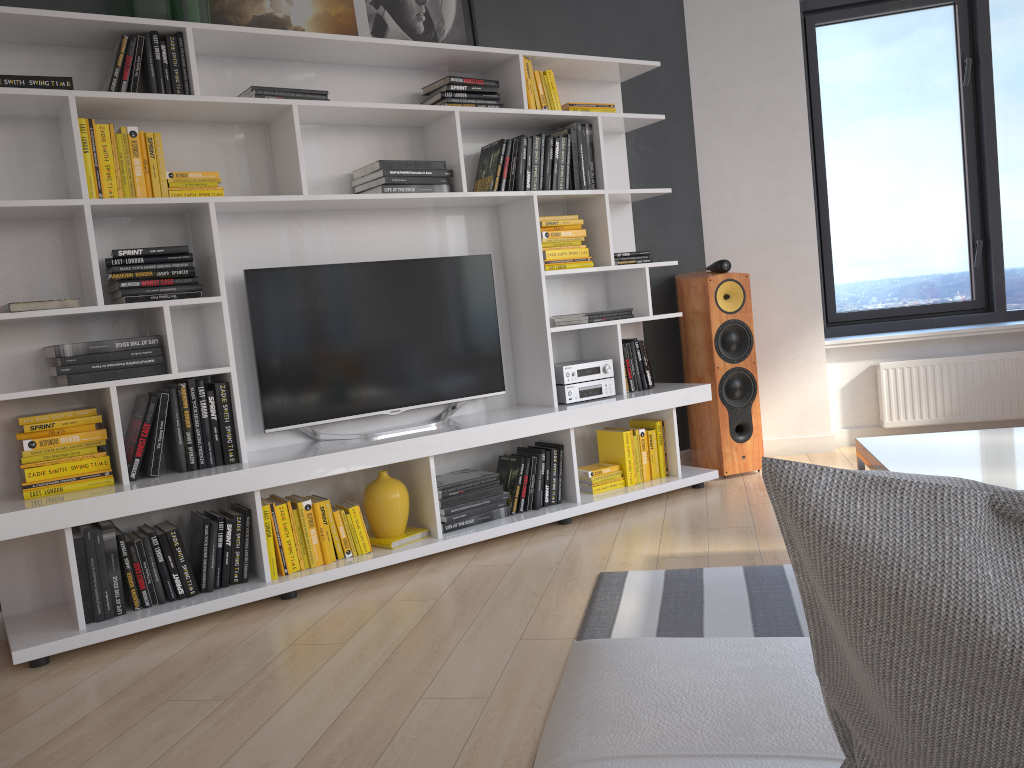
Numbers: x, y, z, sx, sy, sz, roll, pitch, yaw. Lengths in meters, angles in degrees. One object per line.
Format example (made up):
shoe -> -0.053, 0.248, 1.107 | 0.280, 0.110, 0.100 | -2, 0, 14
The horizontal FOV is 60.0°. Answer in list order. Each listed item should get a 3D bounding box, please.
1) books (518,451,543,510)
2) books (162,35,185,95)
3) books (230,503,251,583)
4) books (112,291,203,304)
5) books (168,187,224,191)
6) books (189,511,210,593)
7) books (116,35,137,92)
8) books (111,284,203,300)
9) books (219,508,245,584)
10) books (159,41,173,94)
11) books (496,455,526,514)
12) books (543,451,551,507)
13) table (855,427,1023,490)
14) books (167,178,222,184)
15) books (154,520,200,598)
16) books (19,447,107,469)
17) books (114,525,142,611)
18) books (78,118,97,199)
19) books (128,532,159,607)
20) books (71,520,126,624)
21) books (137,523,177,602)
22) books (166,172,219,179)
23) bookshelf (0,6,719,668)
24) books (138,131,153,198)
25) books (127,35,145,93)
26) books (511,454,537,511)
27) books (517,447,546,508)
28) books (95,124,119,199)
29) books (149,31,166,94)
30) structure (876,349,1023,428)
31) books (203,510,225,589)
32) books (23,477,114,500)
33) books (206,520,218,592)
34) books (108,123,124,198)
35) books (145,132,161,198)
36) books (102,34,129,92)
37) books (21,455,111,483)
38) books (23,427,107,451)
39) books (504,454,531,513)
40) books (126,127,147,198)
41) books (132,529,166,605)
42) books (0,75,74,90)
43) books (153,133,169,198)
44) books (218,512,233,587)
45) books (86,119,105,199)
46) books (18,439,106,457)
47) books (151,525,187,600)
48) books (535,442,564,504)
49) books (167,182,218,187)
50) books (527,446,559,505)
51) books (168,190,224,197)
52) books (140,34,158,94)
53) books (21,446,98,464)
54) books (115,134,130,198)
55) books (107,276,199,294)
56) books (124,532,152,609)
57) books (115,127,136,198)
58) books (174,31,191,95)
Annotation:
books -> 0.075, 0.422, 3.902 | 0.069, 0.242, 0.172 | -9, 6, -32
books -> -1.222, -1.108, 3.171 | 0.038, 0.218, 0.169 | -9, 6, -32
books -> -1.000, 0.578, 3.251 | 0.066, 0.260, 0.197 | -9, 6, -32
books -> -1.260, -0.301, 3.152 | 0.263, 0.026, 0.189 | -9, 6, -34
books -> -1.163, -0.696, 3.217 | 0.196, 0.011, 0.148 | -9, 6, -32
books -> -1.122, 0.597, 3.177 | 0.066, 0.260, 0.197 | -9, 6, -32
books -> -1.357, -1.085, 3.097 | 0.087, 0.214, 0.171 | -9, 6, -32
books -> -1.262, -0.326, 3.151 | 0.270, 0.025, 0.189 | -9, 6, -33
books -> -1.027, 0.587, 3.233 | 0.084, 0.249, 0.191 | -9, 6, -32
books -> -1.245, -1.096, 3.155 | 0.021, 0.200, 0.147 | -9, 6, -32
books -> -0.019, 0.438, 3.867 | 0.104, 0.234, 0.182 | -9, 6, -32
books -> 0.106, 0.415, 3.946 | 0.068, 0.243, 0.179 | -9, 6, -34
table -> 1.497, 0.392, 2.103 | 1.091, 0.435, 1.091 | -5, 5, 12
books -> -1.163, -0.725, 3.212 | 0.187, 0.014, 0.134 | -9, 6, -32
books -> -1.178, 0.613, 3.117 | 0.083, 0.249, 0.191 | -9, 6, -32
books -> -1.538, 0.252, 3.035 | 0.263, 0.015, 0.198 | -9, 5, -29
books -> -1.329, 0.626, 3.033 | 0.053, 0.268, 0.202 | -9, 6, -33
books -> -1.461, -0.744, 3.021 | 0.029, 0.270, 0.204 | -9, 6, -32
books -> -1.274, 0.635, 3.056 | 0.049, 0.236, 0.170 | -9, 6, -32
books -> -1.408, 0.616, 2.988 | 0.128, 0.321, 0.259 | -9, 6, -32
books -> -1.235, 0.620, 3.086 | 0.066, 0.255, 0.193 | -9, 6, -33
books -> -1.175, -0.745, 3.219 | 0.186, 0.026, 0.138 | -9, 6, -32
bookshelf -> -0.478, -0.329, 3.589 | 3.000, 2.052, 0.455 | -9, 6, -32
books -> -1.310, -0.754, 3.134 | 0.023, 0.239, 0.169 | -9, 6, -32
books -> -1.326, -1.089, 3.102 | 0.074, 0.212, 0.154 | -9, 6, -33
books -> 0.040, 0.430, 3.894 | 0.081, 0.233, 0.169 | -9, 6, -33
books -> 0.080, 0.412, 3.936 | 0.075, 0.254, 0.192 | -9, 6, -33
books -> -1.417, -0.746, 3.066 | 0.044, 0.255, 0.198 | -9, 6, -32
books -> -1.270, -1.107, 3.145 | 0.025, 0.232, 0.176 | -9, 6, -32
structure -> 2.724, 0.048, 4.686 | 1.474, 0.460, 0.110 | -5, 5, 12
books -> -1.082, 0.594, 3.199 | 0.075, 0.254, 0.192 | -9, 6, -33
books -> -1.509, 0.342, 3.022 | 0.270, 0.029, 0.204 | -8, 5, -27
books -> -1.088, 0.604, 3.166 | 0.069, 0.242, 0.172 | -9, 6, -32
books -> -1.392, -0.752, 3.084 | 0.015, 0.263, 0.199 | -9, 6, -32
books -> -1.288, -0.755, 3.144 | 0.024, 0.234, 0.172 | -9, 6, -32
books -> -1.380, -1.082, 3.075 | 0.096, 0.213, 0.166 | -9, 6, -34
books -> -1.525, 0.281, 3.027 | 0.255, 0.044, 0.198 | -9, 6, -32
books -> -1.531, 0.184, 3.033 | 0.250, 0.035, 0.185 | -9, 5, -29
books -> 0.006, 0.434, 3.889 | 0.096, 0.234, 0.187 | -9, 6, -32
books -> -1.334, -0.756, 3.116 | 0.035, 0.250, 0.185 | -9, 6, -32
books -> -1.252, 0.629, 3.061 | 0.050, 0.242, 0.169 | -9, 6, -33
books -> -1.599, -0.962, 2.918 | 0.268, 0.046, 0.208 | -9, 5, -29
books -> -1.268, -0.758, 3.161 | 0.024, 0.234, 0.172 | -9, 6, -32
books -> -1.053, 0.595, 3.203 | 0.071, 0.243, 0.179 | -9, 6, -33
books -> -1.444, -0.748, 3.043 | 0.025, 0.270, 0.213 | -9, 6, -32
books -> -1.539, 0.213, 3.031 | 0.251, 0.019, 0.180 | -9, 6, -32
books -> -1.205, 0.621, 3.096 | 0.066, 0.242, 0.177 | -9, 6, -33
books -> 0.161, 0.396, 3.988 | 0.066, 0.260, 0.197 | -9, 6, -32
books -> -1.159, -0.709, 3.197 | 0.169, 0.018, 0.113 | -9, 6, -31
books -> 0.134, 0.405, 3.969 | 0.084, 0.249, 0.191 | -9, 6, -32
books -> -1.159, -0.673, 3.216 | 0.190, 0.033, 0.147 | -9, 6, -32
books -> -1.287, -1.098, 3.128 | 0.021, 0.221, 0.156 | -9, 6, -32
books -> -1.537, 0.235, 3.011 | 0.228, 0.024, 0.152 | -9, 5, -28
books -> -1.364, -0.737, 3.078 | 0.024, 0.229, 0.156 | -9, 6, -33
books -> -1.281, -0.353, 3.161 | 0.266, 0.030, 0.209 | -9, 6, -34
books -> -1.298, 0.638, 3.049 | 0.053, 0.240, 0.189 | -9, 6, -32
books -> -1.358, -0.753, 3.103 | 0.019, 0.251, 0.180 | -9, 6, -32
books -> -1.196, -1.119, 3.180 | 0.019, 0.230, 0.174 | -9, 6, -32
